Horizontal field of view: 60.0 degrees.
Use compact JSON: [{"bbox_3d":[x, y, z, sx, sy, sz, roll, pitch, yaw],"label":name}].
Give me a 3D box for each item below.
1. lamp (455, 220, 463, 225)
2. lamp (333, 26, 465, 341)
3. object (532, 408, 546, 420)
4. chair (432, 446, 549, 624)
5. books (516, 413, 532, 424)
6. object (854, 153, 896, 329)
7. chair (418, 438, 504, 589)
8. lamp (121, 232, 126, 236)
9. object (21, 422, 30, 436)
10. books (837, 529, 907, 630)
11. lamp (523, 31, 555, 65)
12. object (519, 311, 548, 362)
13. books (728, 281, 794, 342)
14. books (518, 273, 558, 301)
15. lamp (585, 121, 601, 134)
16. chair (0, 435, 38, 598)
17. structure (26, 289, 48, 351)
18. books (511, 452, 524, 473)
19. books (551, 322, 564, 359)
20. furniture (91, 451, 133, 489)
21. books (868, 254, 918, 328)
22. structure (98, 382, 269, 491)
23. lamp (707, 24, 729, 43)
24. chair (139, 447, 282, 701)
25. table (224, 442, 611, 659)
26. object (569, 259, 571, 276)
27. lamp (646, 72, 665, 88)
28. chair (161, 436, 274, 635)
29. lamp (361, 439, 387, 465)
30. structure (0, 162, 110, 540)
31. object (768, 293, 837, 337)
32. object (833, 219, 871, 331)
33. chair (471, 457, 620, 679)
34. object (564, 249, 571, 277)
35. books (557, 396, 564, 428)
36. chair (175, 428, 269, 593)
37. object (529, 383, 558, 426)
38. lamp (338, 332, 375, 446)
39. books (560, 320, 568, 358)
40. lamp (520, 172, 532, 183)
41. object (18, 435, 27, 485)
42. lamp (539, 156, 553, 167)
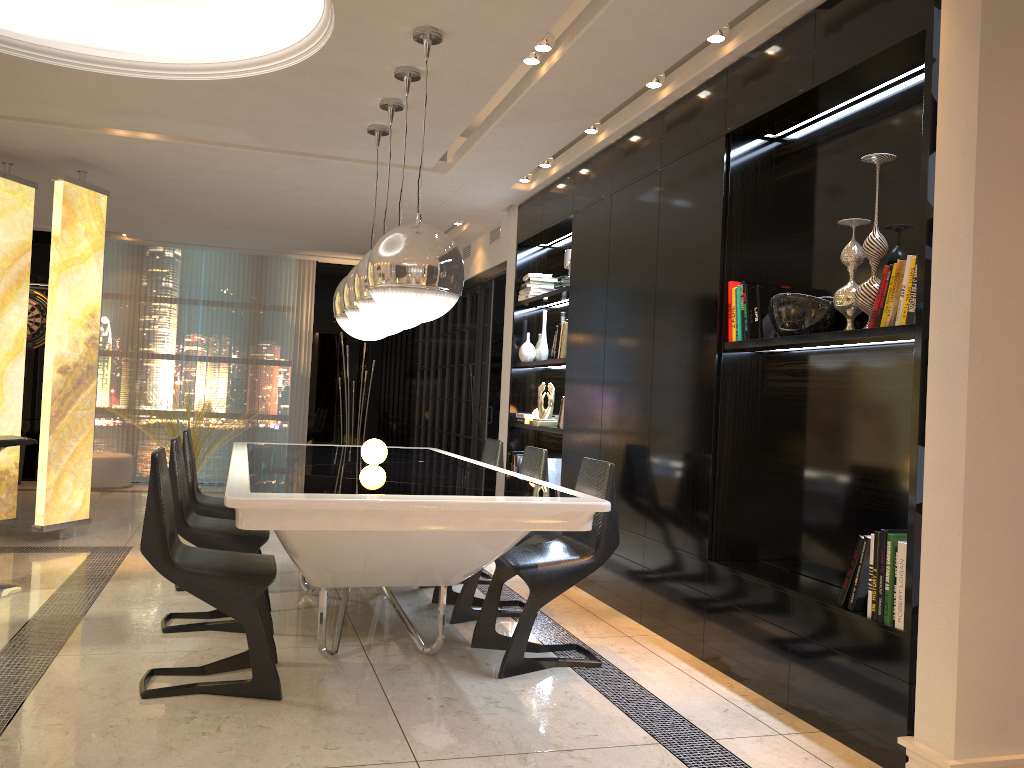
[{"bbox_3d":[-0.488,-1.496,7.982,0.107,0.127,0.107,4,-1,-36],"label":"lamp"},{"bbox_3d":[-0.587,-0.862,4.386,0.408,1.226,1.827,3,-1,-17],"label":"lamp"},{"bbox_3d":[0.207,0.237,6.492,0.125,0.125,0.125,2,-1,23],"label":"object"},{"bbox_3d":[-0.109,0.751,4.599,0.496,0.858,0.523,3,-1,-17],"label":"chair"},{"bbox_3d":[0.161,0.265,6.700,0.209,0.073,0.266,3,-1,-13],"label":"books"},{"bbox_3d":[1.271,-0.487,3.103,0.121,0.612,0.121,3,-1,-22],"label":"object"},{"bbox_3d":[-0.343,0.756,5.371,0.496,0.858,0.523,3,-1,-17],"label":"chair"},{"bbox_3d":[-4.090,-1.636,9.412,0.107,0.127,0.107,3,-1,2],"label":"lamp"},{"bbox_3d":[-5.150,0.533,9.122,0.330,0.297,0.032,3,-1,-17],"label":"object"},{"bbox_3d":[1.270,0.621,2.925,0.222,0.296,0.345,3,-1,-17],"label":"books"},{"bbox_3d":[0.117,-1.548,4.029,0.107,0.127,0.271,3,-1,-17],"label":"lamp"},{"bbox_3d":[0.164,-0.356,6.702,0.210,0.395,0.180,3,-1,-14],"label":"object"},{"bbox_3d":[1.068,-0.308,3.801,0.210,0.270,0.236,3,-1,-17],"label":"books"},{"bbox_3d":[0.198,-0.725,6.726,0.259,0.188,0.302,3,-1,-10],"label":"books"},{"bbox_3d":[0.458,-1.510,5.114,0.107,0.127,0.107,4,-1,-36],"label":"lamp"},{"bbox_3d":[-2.681,0.662,4.500,0.380,0.789,0.380,2,-2,41],"label":"chair"},{"bbox_3d":[-5.227,-0.693,9.496,0.669,0.669,0.048,3,-1,-17],"label":"structure"},{"bbox_3d":[0.120,0.658,6.756,0.210,0.270,0.236,3,-1,-17],"label":"books"},{"bbox_3d":[0.389,-0.289,6.081,0.207,0.256,0.245,3,-1,-18],"label":"books"},{"bbox_3d":[-4.391,0.896,9.343,0.735,0.357,0.735,3,-1,-15],"label":"furniture"},{"bbox_3d":[1.334,-0.299,2.919,0.189,0.238,0.290,3,-1,-18],"label":"books"},{"bbox_3d":[-3.366,0.550,9.228,1.282,1.142,1.275,2,-1,29],"label":"structure"},{"bbox_3d":[0.868,-1.518,3.764,0.107,0.127,0.107,4,-1,-36],"label":"lamp"},{"bbox_3d":[-1.093,0.678,3.284,0.496,0.858,0.523,3,-1,-17],"label":"chair"},{"bbox_3d":[-0.712,0.766,4.312,1.293,0.759,3.031,3,-1,-17],"label":"table"},{"bbox_3d":[0.441,-0.743,6.078,0.104,0.224,0.104,3,-1,-15],"label":"object"},{"bbox_3d":[0.695,-1.515,4.335,0.107,0.127,0.107,4,-1,-36],"label":"lamp"},{"bbox_3d":[-1.345,0.683,4.114,0.496,0.858,0.523,3,-1,-17],"label":"chair"},{"bbox_3d":[-0.658,0.324,4.233,0.125,0.125,0.125,2,-1,34],"label":"lamp"},{"bbox_3d":[-3.938,-0.252,5.872,2.180,2.555,0.448,3,-1,-17],"label":"structure"},{"bbox_3d":[1.140,-0.262,3.497,0.193,0.177,0.375,3,-1,-16],"label":"object"},{"bbox_3d":[1.247,-0.388,3.253,0.121,0.416,0.121,3,-1,-22],"label":"object"},{"bbox_3d":[0.138,0.746,3.787,0.496,0.858,0.523,3,-1,-17],"label":"chair"},{"bbox_3d":[0.416,-0.781,6.188,0.111,0.301,0.111,3,-1,-21],"label":"object"},{"bbox_3d":[0.423,0.182,5.881,0.182,0.232,0.284,3,-1,-14],"label":"books"},{"bbox_3d":[-1.591,0.688,4.927,0.496,0.858,0.523,3,-1,-17],"label":"chair"},{"bbox_3d":[0.241,0.146,6.328,0.177,0.311,0.177,3,-1,-17],"label":"object"},{"bbox_3d":[-1.832,0.315,10.283,0.418,1.801,0.200,3,-1,-17],"label":"lamp"},{"bbox_3d":[0.451,-0.293,5.881,0.212,0.261,0.252,3,-1,-17],"label":"books"},{"bbox_3d":[0.092,-1.502,6.321,0.107,0.127,0.107,4,-1,-36],"label":"lamp"},{"bbox_3d":[-5.134,0.780,9.027,0.261,0.508,0.325,3,-1,-17],"label":"object"},{"bbox_3d":[0.222,-1.505,5.892,0.107,0.127,0.107,4,-1,-36],"label":"lamp"}]
